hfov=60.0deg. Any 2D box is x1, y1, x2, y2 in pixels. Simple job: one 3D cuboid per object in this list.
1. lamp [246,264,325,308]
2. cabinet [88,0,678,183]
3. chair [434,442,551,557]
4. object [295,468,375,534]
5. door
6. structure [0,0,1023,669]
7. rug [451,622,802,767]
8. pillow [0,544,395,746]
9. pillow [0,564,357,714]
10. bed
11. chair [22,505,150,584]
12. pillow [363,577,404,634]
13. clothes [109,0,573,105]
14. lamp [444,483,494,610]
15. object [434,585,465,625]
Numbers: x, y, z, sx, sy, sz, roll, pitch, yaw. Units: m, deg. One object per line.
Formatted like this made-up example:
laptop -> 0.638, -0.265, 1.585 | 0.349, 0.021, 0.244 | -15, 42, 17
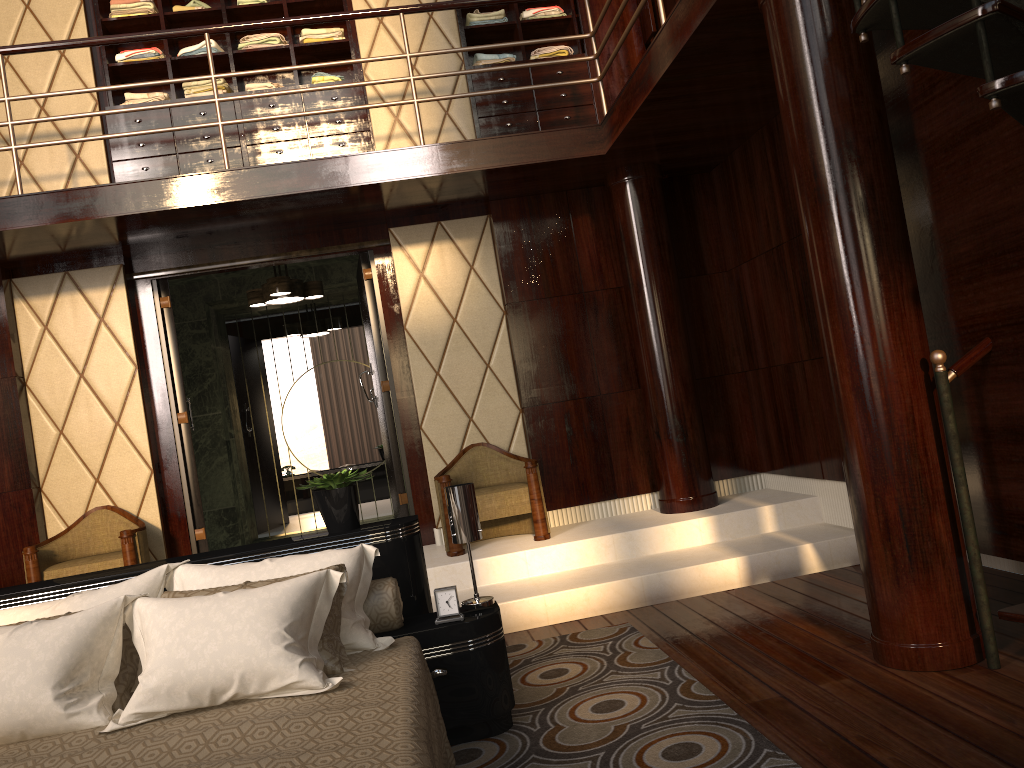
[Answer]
lamp -> -1.594, -0.718, 5.960 | 0.467, 0.347, 0.515 | -10, -2, 23
cabinet -> -1.618, -2.170, 4.642 | 6.767, 2.432, 2.576 | -9, -2, -7
chair -> -0.129, 0.598, 4.860 | 0.571, 0.550, 0.462 | -9, -2, -7
object -> -0.583, 0.393, 2.994 | 0.256, 0.205, 0.241 | -8, -2, -26
door -> -1.429, 0.211, 5.573 | 1.435, 1.820, 0.828 | -9, -2, -9
structure -> -1.152, -0.347, 3.322 | 6.107, 3.189, 3.750 | -9, -2, -7
rug -> -0.704, 1.139, 1.724 | 2.910, 0.006, 3.735 | -9, -2, -7
pillow -> -0.988, 0.683, 2.346 | 1.322, 0.320, 0.685 | -9, -2, -6
pillow -> -0.956, 0.702, 2.323 | 1.123, 0.271, 0.293 | -9, -2, -7
bed -> -0.904, 0.842, 1.833 | 1.985, 0.660, 2.381 | -9, -2, -7
chair -> -2.158, 0.922, 4.592 | 0.571, 0.550, 0.462 | -9, -2, -7
pillow -> -1.023, 0.780, 2.653 | 1.396, 0.167, 0.173 | -9, -2, -7
clothes -> -2.137, -2.098, 5.303 | 4.996, 0.954, 0.818 | -9, -2, -15
lamp -> -0.139, 0.513, 2.830 | 0.106, 0.385, 0.109 | -9, -2, 0
object -> -0.196, 0.670, 2.690 | 0.088, 0.103, 0.034 | -9, -2, 1
